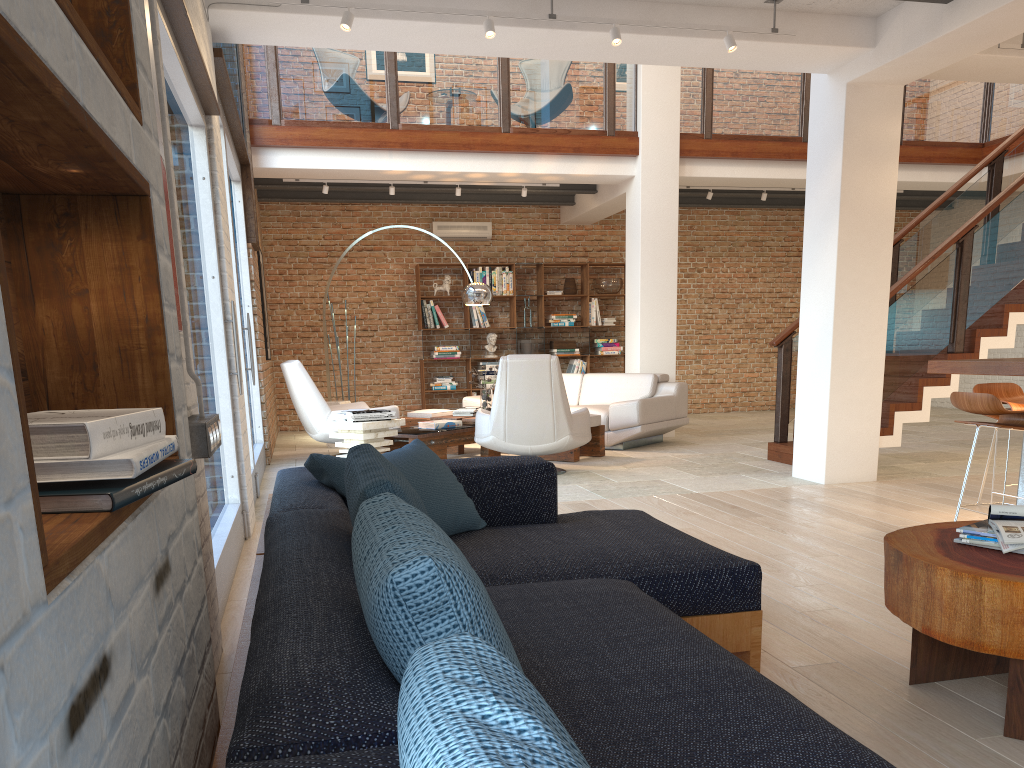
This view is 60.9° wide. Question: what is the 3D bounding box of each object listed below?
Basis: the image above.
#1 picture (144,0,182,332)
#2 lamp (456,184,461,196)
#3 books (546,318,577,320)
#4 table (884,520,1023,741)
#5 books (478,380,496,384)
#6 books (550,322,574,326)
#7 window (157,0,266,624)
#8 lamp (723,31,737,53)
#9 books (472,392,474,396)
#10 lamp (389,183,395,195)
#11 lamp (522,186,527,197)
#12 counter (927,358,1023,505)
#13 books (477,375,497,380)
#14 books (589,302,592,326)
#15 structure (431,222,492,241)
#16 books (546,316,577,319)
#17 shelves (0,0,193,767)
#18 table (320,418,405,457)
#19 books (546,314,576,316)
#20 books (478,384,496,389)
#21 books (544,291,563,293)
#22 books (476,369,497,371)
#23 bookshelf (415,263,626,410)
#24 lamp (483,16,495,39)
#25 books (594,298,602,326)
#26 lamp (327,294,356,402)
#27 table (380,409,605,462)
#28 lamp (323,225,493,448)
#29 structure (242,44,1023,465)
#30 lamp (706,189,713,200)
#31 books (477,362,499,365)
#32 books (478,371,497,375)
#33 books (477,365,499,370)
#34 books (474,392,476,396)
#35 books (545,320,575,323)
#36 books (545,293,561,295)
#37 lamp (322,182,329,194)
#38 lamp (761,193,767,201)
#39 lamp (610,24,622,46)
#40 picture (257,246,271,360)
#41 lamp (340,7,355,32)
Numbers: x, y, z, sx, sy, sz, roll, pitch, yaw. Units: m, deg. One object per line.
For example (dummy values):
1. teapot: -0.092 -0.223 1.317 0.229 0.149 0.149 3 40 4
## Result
1. picture: -0.862 -0.618 1.996 0.019 0.987 0.724 -4 9 -14
2. lamp: -0.604 -2.175 9.818 0.061 0.132 0.083 -3 10 -11
3. books: 0.697 -0.918 12.377 0.378 0.019 0.239 -2 3 -20
4. table: 1.728 0.714 2.092 1.075 0.458 1.788 -2 3 -8
5. books: -0.284 -0.037 12.344 0.361 0.057 0.276 -2 3 -11
6. books: 0.704 -0.844 12.396 0.326 0.057 0.249 -2 3 -3
7. window: -1.851 -2.299 4.194 0.646 6.566 12.060 -4 5 -14
8. lamp: 1.299 -2.035 5.188 0.058 0.133 0.085 -11 14 -43
9. books: -0.572 0.306 12.338 0.036 0.394 0.237 -4 10 -14
10. lamp: -1.328 -2.155 9.652 0.061 0.124 0.083 -3 9 -11
11. lamp: 0.142 -2.208 9.997 0.060 0.119 0.092 -3 9 -7
12. counter: 3.545 0.343 4.182 1.682 0.944 2.442 -3 4 -13
13. books: -0.271 -0.097 12.318 0.377 0.066 0.240 -3 3 -26
14. books: 1.076 -0.995 12.452 0.055 0.339 0.248 -4 9 -14
15. structure: -0.692 -2.090 11.928 0.811 0.226 0.195 -2 8 -13
16. books: 0.700 -0.945 12.364 0.378 0.037 0.239 -2 3 -19
17. shelves: -0.490 -0.479 0.738 0.191 1.468 0.746 -4 11 -14
18. table: -1.226 0.551 7.257 0.491 0.518 0.485 4 9 36
19. books: 0.693 -0.975 12.376 0.355 0.021 0.266 -2 2 -15
20. books: -0.277 0.024 12.339 0.378 0.066 0.239 -2 3 -19
21. books: 0.569 -1.286 12.225 0.235 0.019 0.167 -2 3 -20
22. books: -0.284 -0.197 12.295 0.443 0.021 0.266 -2 2 -13
23. bookshelf: 0.218 -0.551 12.332 3.026 2.266 0.354 -3 12 -13
24. lamp: -0.127 -1.992 4.858 0.061 0.124 0.083 -3 9 -11
25. books: 1.198 -1.028 12.496 0.101 0.395 0.237 -4 10 -13
26. lamp: -2.167 -0.251 11.175 0.410 1.873 0.196 -12 16 -41
27. table: -0.458 0.518 8.493 2.190 0.441 1.936 1 4 38
28. lamp: -1.133 -0.473 9.341 2.026 2.419 0.309 2 12 22
29. structure: 3.075 -1.372 6.067 10.130 4.251 13.553 -2 3 -13
30. lamp: 2.381 -2.277 10.497 0.058 0.133 0.085 -11 14 -43
31. books: -0.285 -0.292 12.288 0.379 0.037 0.239 -2 3 -13
32. books: -0.296 -0.157 12.288 0.325 0.057 0.249 -2 3 -18
33. books: -0.281 -0.241 12.305 0.378 0.066 0.239 -2 3 -19
34. books: -0.541 0.304 12.361 0.036 0.394 0.237 -4 10 -14
35. books: 0.680 -0.890 12.390 0.379 0.037 0.239 -2 3 -13
36. books: 0.576 -1.260 12.226 0.205 0.035 0.129 -2 3 -13
37. lamp: -2.030 -2.127 9.490 0.058 0.133 0.085 -11 14 -43
38. lamp: 3.083 -2.300 10.660 0.061 0.132 0.083 -3 10 -11
39. lamp: 0.597 -2.011 5.025 0.061 0.132 0.083 -3 10 -11
40. picture: -2.761 -0.872 9.714 0.027 1.230 0.888 -4 9 -14
41. lamp: -0.888 -1.961 4.693 0.059 0.133 0.085 7 12 36
